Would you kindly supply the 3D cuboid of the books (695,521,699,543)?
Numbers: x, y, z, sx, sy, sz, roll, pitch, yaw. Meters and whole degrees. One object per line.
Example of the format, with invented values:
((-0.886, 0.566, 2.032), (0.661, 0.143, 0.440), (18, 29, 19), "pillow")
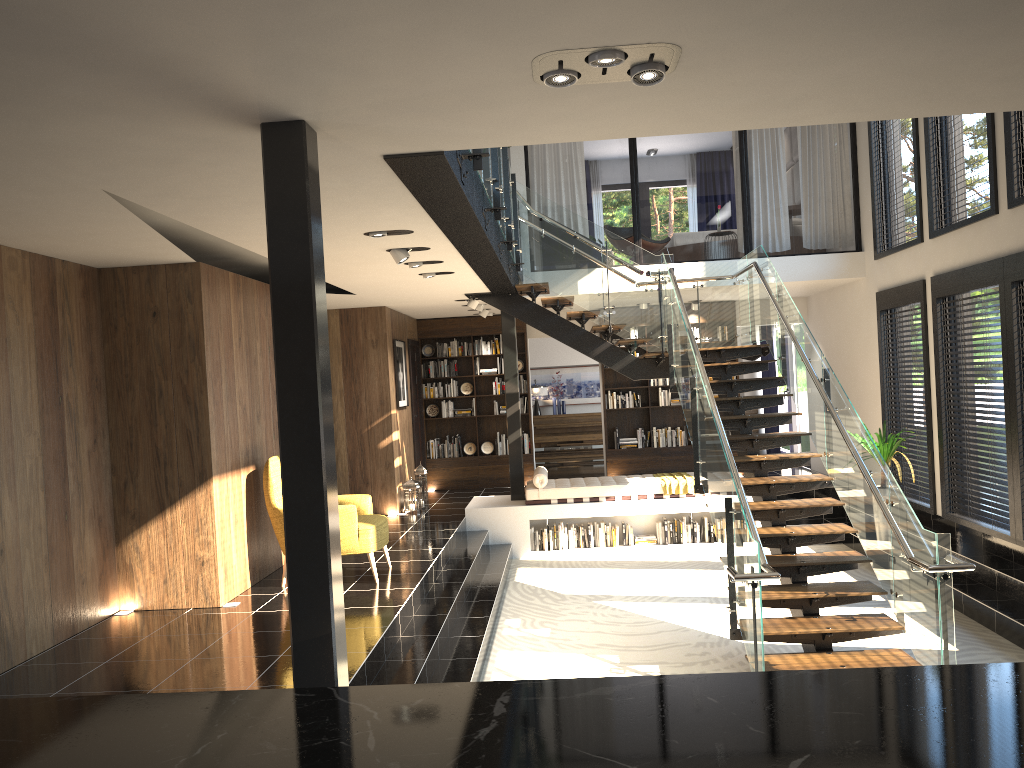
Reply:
((2.288, 1.831, 10.991), (0.019, 0.256, 0.186), (-3, 1, 3), "books")

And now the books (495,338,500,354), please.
((-0.219, -0.591, 13.923), (0.064, 0.247, 0.209), (-3, 1, 3), "books")

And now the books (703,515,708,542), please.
((2.399, 1.797, 11.000), (0.027, 0.312, 0.189), (-3, 1, 3), "books")

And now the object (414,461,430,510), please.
((-1.210, 1.351, 11.875), (0.182, 0.643, 0.182), (-3, 1, 3), "object")

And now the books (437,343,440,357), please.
((-1.157, -0.533, 13.958), (0.017, 0.234, 0.199), (-3, 1, 3), "books")

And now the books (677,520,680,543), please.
((2.065, 1.836, 11.055), (0.026, 0.270, 0.128), (-3, 1, 3), "books")

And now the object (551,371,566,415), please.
((0.906, 0.180, 17.370), (0.272, 0.860, 0.270), (-3, 1, 18), "object")

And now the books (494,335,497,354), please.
((-0.263, -0.616, 13.883), (0.015, 0.303, 0.251), (-3, 1, 3), "books")

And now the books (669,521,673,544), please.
((1.971, 1.843, 11.015), (0.029, 0.268, 0.173), (-3, 1, 3), "books")

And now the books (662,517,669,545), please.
((1.903, 1.823, 11.011), (0.043, 0.316, 0.209), (-3, 1, 3), "books")

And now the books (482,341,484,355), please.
((-0.441, -0.563, 13.915), (0.019, 0.216, 0.214), (-3, 1, 3), "books")

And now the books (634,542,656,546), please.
((1.660, 1.983, 11.059), (0.257, 0.024, 0.167), (-3, 0, 3), "books")

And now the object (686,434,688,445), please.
((2.709, 0.822, 13.774), (0.020, 0.262, 0.047), (-3, 1, 3), "object")

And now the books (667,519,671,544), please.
((1.943, 1.836, 11.043), (0.030, 0.284, 0.176), (-3, 1, 3), "books")

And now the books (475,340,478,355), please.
((-0.540, -0.568, 13.919), (0.033, 0.237, 0.231), (-3, 1, 3), "books")

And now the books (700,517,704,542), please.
((2.354, 1.809, 11.017), (0.066, 0.294, 0.142), (-3, 1, 3), "books")

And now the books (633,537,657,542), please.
((1.658, 1.934, 11.063), (0.274, 0.025, 0.156), (-3, 0, 0), "books")

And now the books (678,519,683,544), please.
((2.087, 1.827, 10.992), (0.026, 0.287, 0.204), (-3, 1, 3), "books")

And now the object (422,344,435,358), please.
((-1.315, -0.517, 13.928), (0.212, 0.222, 0.082), (-3, 1, 3), "object")

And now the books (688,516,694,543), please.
((2.226, 1.804, 11.010), (0.033, 0.318, 0.152), (-3, 1, 3), "books")

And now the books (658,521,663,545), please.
((1.842, 1.848, 11.028), (0.030, 0.273, 0.168), (-3, 1, 3), "books")

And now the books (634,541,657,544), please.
((1.659, 1.959, 11.059), (0.261, 0.024, 0.167), (-3, 0, 0), "books")

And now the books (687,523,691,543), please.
((2.199, 1.849, 11.017), (0.028, 0.231, 0.158), (-3, 1, 3), "books")

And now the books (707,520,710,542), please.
((2.430, 1.823, 11.012), (0.030, 0.256, 0.160), (-3, 1, 3), "books")

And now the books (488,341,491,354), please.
((-0.354, -0.565, 13.918), (0.034, 0.211, 0.206), (-3, 1, 3), "books")

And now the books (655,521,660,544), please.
((1.817, 1.854, 11.057), (0.026, 0.263, 0.156), (-3, 1, 3), "books")

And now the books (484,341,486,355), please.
((-0.417, -0.560, 13.931), (0.027, 0.207, 0.203), (-3, 1, 3), "books")

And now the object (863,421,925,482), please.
((3.998, 1.084, 9.560), (0.876, 1.338, 0.830), (-3, 1, -8), "object")

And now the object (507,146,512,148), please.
((-0.555, -2.145, 8.507), (1.464, 1.554, 1.260), (-3, 1, -8), "object")

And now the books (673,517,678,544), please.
((2.032, 1.821, 11.023), (0.035, 0.305, 0.151), (-3, 1, 3), "books")

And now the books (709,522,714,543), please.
((2.460, 1.836, 10.979), (0.032, 0.229, 0.228), (-3, 1, 3), "books")

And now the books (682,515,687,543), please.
((2.142, 1.804, 11.029), (0.029, 0.326, 0.153), (-3, 1, 3), "books")

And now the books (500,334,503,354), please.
((-0.161, -0.621, 13.872), (0.017, 0.302, 0.266), (-3, 1, 3), "books")

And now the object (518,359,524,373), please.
((0.085, -0.279, 13.861), (0.212, 0.222, 0.082), (-3, 1, 3), "object")

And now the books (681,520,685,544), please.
((2.115, 1.834, 11.011), (0.027, 0.270, 0.187), (-3, 1, 3), "books")

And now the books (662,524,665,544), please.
((1.873, 1.870, 11.042), (0.027, 0.226, 0.165), (-3, 1, 3), "books")

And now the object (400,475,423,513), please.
((-1.317, 1.437, 11.652), (0.262, 0.483, 0.262), (-3, 1, 3), "object")

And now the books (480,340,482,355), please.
((-0.480, -0.573, 13.911), (0.035, 0.241, 0.208), (-3, 1, 3), "books")

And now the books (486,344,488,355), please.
((-0.386, -0.544, 13.926), (0.034, 0.171, 0.158), (-3, 1, 3), "books")

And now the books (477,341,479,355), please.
((-0.518, -0.566, 13.897), (0.014, 0.231, 0.280), (-3, 0, 3), "books")

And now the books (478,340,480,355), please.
((-0.505, -0.571, 13.892), (0.013, 0.239, 0.255), (-3, 0, 3), "books")

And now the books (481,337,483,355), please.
((-0.461, -0.592, 13.864), (0.011, 0.276, 0.287), (-3, 0, 3), "books")

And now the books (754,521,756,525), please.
((2.968, 1.790, 10.937), (0.037, 0.264, 0.272), (-3, 0, 3), "books")

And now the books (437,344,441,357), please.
((-1.138, -0.525, 13.920), (0.024, 0.216, 0.210), (-3, 1, 3), "books")

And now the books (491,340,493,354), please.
((-0.315, -0.573, 13.932), (0.042, 0.223, 0.163), (-3, 1, 3), "books")

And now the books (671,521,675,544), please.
((2.001, 1.841, 11.022), (0.029, 0.268, 0.146), (-3, 1, 3), "books")

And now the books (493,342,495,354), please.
((-0.279, -0.559, 13.928), (0.029, 0.191, 0.177), (-3, 1, 3), "books")

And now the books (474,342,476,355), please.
((-0.567, -0.550, 13.908), (0.021, 0.204, 0.224), (-3, 0, 3), "books")

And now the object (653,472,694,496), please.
((2.079, 1.422, 11.405), (0.466, 0.510, 1.166), (-3, 0, 3), "object")

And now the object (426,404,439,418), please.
((-1.248, 0.427, 13.967), (0.212, 0.222, 0.082), (-3, 1, 3), "object")

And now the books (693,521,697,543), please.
((2.261, 1.834, 10.993), (0.036, 0.253, 0.178), (-3, 1, 3), "books")

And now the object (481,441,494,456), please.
((-0.385, 1.010, 13.904), (0.212, 0.222, 0.082), (-3, 1, 3), "object")

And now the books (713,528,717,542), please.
((2.525, 1.804, 11.010), (0.026, 0.284, 0.177), (-3, 1, 3), "books")

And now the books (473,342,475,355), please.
((-0.587, -0.553, 13.956), (0.023, 0.213, 0.194), (-3, 1, 3), "books")

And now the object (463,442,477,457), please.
((-0.659, 1.025, 13.924), (0.212, 0.222, 0.082), (-3, 1, 3), "object")

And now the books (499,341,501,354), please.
((-0.176, -0.568, 13.910), (0.021, 0.197, 0.200), (-3, 1, 3), "books")

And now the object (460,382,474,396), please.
((-0.709, 0.081, 13.930), (0.212, 0.222, 0.082), (-3, 1, 3), "object")

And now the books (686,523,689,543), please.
((2.173, 1.853, 11.036), (0.026, 0.226, 0.132), (-3, 1, 3), "books")
